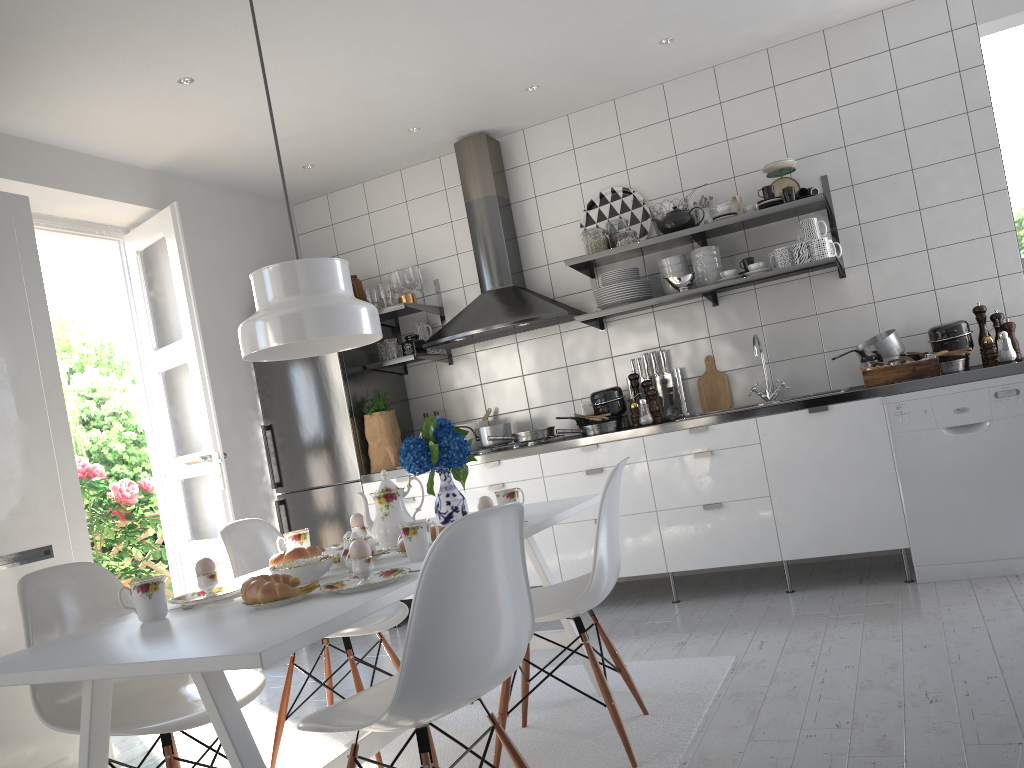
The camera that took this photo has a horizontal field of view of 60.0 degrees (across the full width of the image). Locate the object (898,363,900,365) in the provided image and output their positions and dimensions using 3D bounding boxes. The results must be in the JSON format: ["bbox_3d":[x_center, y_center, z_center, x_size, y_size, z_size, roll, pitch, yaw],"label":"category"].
[{"bbox_3d":[1.687,-0.059,3.887,0.054,0.059,0.068,-11,-2,19],"label":"object"}]

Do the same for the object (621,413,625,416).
[{"bbox_3d":[0.547,0.142,4.790,0.101,0.201,0.080,-11,-1,43],"label":"object"}]

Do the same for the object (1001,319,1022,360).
[{"bbox_3d":[2.205,-0.196,3.916,0.058,0.184,0.059,-10,-1,-38],"label":"object"}]

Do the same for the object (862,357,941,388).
[{"bbox_3d":[1.688,-0.062,3.843,0.302,0.100,0.210,-12,-3,26],"label":"object"}]

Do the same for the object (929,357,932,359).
[{"bbox_3d":[1.778,-0.081,3.766,0.039,0.063,0.070,-10,-2,-19],"label":"object"}]

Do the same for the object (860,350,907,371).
[{"bbox_3d":[1.728,-0.085,4.069,0.200,0.154,0.348,-11,-2,8],"label":"object"}]

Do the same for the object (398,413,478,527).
[{"bbox_3d":[-0.230,0.280,2.885,0.266,0.376,0.235,-11,-1,25],"label":"object"}]

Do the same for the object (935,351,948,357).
[{"bbox_3d":[1.769,-0.076,3.880,0.272,0.094,0.050,-12,-2,28],"label":"object"}]

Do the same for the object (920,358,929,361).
[{"bbox_3d":[1.749,-0.079,3.737,0.042,0.062,0.069,-9,-2,-36],"label":"object"}]

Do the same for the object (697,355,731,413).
[{"bbox_3d":[1.042,-0.005,4.604,0.158,0.294,0.047,-11,-1,24],"label":"object"}]

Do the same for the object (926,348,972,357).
[{"bbox_3d":[1.917,-0.128,3.964,0.065,0.021,0.337,-10,-3,-13],"label":"object"}]

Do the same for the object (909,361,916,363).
[{"bbox_3d":[1.721,-0.073,3.799,0.055,0.052,0.034,-11,-1,10],"label":"object"}]

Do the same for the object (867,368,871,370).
[{"bbox_3d":[1.556,-0.047,3.831,0.049,0.048,0.048,-12,-2,34],"label":"object"}]

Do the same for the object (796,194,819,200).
[{"bbox_3d":[1.363,-0.850,4.101,0.121,0.021,0.121,-12,-3,28],"label":"object"}]

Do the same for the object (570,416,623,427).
[{"bbox_3d":[0.403,0.192,4.523,0.346,0.082,0.244,-9,-3,-25],"label":"object"}]

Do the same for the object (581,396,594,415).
[{"bbox_3d":[0.432,0.163,4.789,0.101,0.201,0.081,-11,-1,13],"label":"object"}]

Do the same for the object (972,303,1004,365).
[{"bbox_3d":[2.165,-0.235,3.998,0.124,0.282,0.060,-11,-1,28],"label":"object"}]

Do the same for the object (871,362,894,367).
[{"bbox_3d":[1.634,-0.049,3.928,0.118,0.099,0.084,-11,-2,17],"label":"object"}]

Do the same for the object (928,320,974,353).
[{"bbox_3d":[1.987,-0.202,4.014,0.190,0.159,0.198,-10,-2,-15],"label":"object"}]

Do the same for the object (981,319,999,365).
[{"bbox_3d":[2.124,-0.184,3.930,0.081,0.192,0.058,-11,-1,12],"label":"object"}]

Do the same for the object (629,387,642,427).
[{"bbox_3d":[0.630,0.116,4.458,0.081,0.192,0.058,-11,-1,12],"label":"object"}]

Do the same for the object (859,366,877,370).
[{"bbox_3d":[1.610,-0.047,3.828,0.030,0.093,0.218,-10,-2,-41],"label":"object"}]

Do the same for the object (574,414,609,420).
[{"bbox_3d":[0.394,0.164,4.466,0.059,0.061,0.335,-10,-3,-19],"label":"object"}]

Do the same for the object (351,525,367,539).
[{"bbox_3d":[-0.484,0.479,2.819,0.048,0.057,0.048,-10,-2,-26],"label":"object"}]

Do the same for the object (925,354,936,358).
[{"bbox_3d":[1.798,-0.103,3.816,0.050,0.058,0.053,-11,-2,17],"label":"object"}]

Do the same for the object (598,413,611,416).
[{"bbox_3d":[0.423,0.172,4.492,0.065,0.021,0.337,-10,-3,-13],"label":"object"}]

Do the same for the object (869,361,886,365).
[{"bbox_3d":[1.731,-0.072,3.923,0.266,0.107,0.048,-11,-1,20],"label":"object"}]

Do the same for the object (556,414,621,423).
[{"bbox_3d":[0.412,0.176,4.518,0.247,0.080,0.355,-12,-3,31],"label":"object"}]

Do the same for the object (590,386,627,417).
[{"bbox_3d":[0.492,0.098,4.542,0.190,0.159,0.198,-10,-2,-15],"label":"object"}]

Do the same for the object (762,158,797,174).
[{"bbox_3d":[1.298,-1.052,4.305,0.162,0.047,0.164,-10,-3,-17],"label":"object"}]

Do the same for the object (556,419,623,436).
[{"bbox_3d":[0.400,0.229,4.551,0.351,0.061,0.232,-10,-3,2],"label":"object"}]

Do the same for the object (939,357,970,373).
[{"bbox_3d":[1.894,-0.071,4.023,0.351,0.061,0.232,-10,-3,2],"label":"object"}]

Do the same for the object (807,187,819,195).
[{"bbox_3d":[1.379,-0.886,4.101,0.069,0.059,0.082,-10,-2,1],"label":"object"}]

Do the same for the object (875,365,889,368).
[{"bbox_3d":[1.670,-0.055,3.799,0.030,0.084,0.221,-10,-2,-41],"label":"object"}]

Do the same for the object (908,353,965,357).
[{"bbox_3d":[1.874,-0.127,3.933,0.064,0.044,0.335,-10,-3,-10],"label":"object"}]

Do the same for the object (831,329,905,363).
[{"bbox_3d":[1.644,-0.146,4.142,0.371,0.169,0.203,-10,-2,1],"label":"object"}]

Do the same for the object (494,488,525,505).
[{"bbox_3d":[-0.007,0.375,2.751,0.078,0.095,0.091,-11,-2,17],"label":"object"}]

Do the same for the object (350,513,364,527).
[{"bbox_3d":[-0.490,0.442,2.820,0.048,0.063,0.048,-11,-2,27],"label":"object"}]

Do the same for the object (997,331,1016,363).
[{"bbox_3d":[2.152,-0.164,3.869,0.069,0.135,0.069,-10,-1,3],"label":"object"}]

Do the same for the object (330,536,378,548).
[{"bbox_3d":[-0.479,0.505,2.819,0.201,0.016,0.200,-12,-3,28],"label":"object"}]

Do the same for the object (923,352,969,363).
[{"bbox_3d":[1.897,-0.108,3.995,0.346,0.082,0.244,-9,-3,-25],"label":"object"}]

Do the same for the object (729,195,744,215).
[{"bbox_3d":[1.111,-0.856,4.396,0.115,0.152,0.128,-9,-2,-40],"label":"object"}]

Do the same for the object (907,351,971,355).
[{"bbox_3d":[1.888,-0.136,3.938,0.059,0.061,0.335,-10,-3,-19],"label":"object"}]

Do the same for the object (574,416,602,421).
[{"bbox_3d":[0.380,0.173,4.461,0.064,0.044,0.335,-10,-3,-10],"label":"object"}]

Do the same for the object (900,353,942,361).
[{"bbox_3d":[1.907,-0.124,3.990,0.247,0.080,0.355,-12,-3,31],"label":"object"}]
